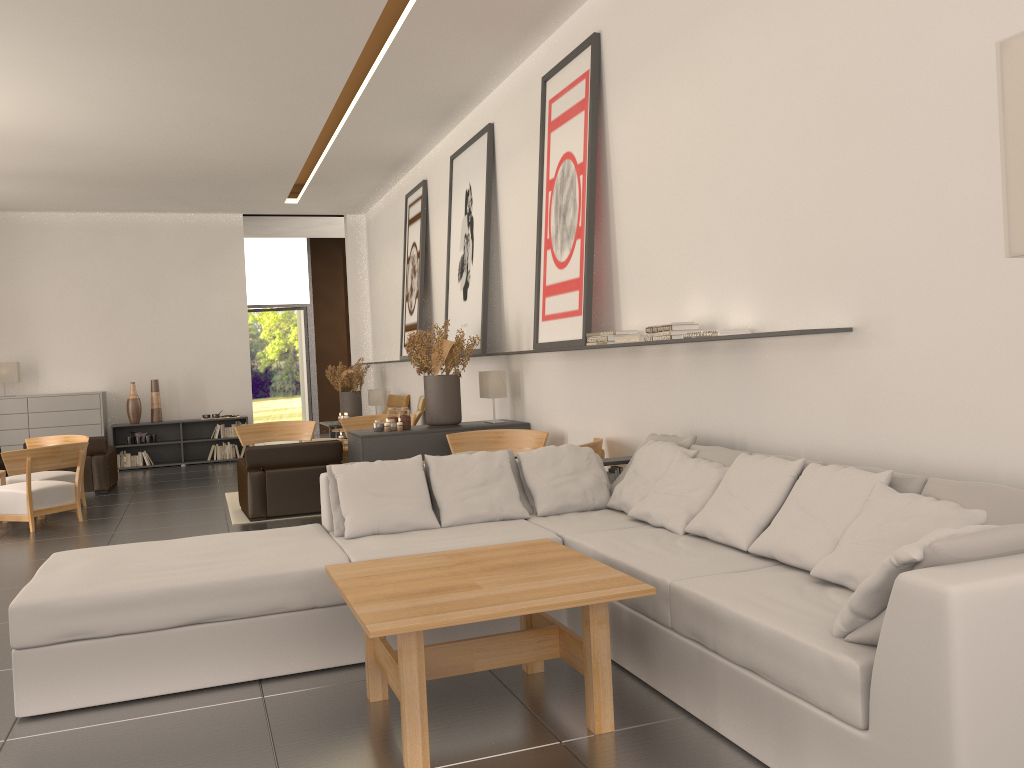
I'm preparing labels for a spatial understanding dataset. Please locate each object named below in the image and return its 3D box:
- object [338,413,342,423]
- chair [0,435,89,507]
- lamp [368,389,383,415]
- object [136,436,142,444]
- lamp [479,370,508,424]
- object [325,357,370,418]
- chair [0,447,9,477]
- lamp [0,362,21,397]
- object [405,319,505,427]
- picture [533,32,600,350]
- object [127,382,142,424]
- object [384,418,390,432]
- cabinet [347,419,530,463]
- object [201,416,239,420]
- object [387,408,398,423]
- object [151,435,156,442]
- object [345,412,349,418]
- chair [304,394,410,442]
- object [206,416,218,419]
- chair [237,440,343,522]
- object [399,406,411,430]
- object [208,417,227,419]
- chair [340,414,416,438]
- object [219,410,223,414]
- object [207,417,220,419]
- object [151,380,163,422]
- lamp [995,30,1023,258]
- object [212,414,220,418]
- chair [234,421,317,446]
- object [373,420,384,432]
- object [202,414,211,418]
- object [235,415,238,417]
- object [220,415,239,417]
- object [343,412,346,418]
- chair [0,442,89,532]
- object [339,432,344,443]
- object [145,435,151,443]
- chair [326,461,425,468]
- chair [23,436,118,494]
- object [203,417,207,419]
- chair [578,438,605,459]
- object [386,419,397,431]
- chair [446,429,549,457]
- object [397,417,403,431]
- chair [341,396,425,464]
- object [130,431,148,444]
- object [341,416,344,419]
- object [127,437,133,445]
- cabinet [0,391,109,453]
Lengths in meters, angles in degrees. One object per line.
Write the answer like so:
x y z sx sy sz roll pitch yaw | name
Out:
-4.087 0.810 21.117 0.108 0.254 0.108 -2 1 35 | object
-7.884 1.522 14.932 1.451 1.226 1.151 -2 1 20 | chair
-3.333 0.507 21.678 0.257 0.756 0.514 -3 1 -20 | lamp
-8.851 1.332 21.027 0.135 0.179 0.136 -3 1 -18 | object
-0.272 0.187 12.992 0.257 0.757 0.514 -3 1 -20 | lamp
-4.020 0.140 21.686 0.927 1.553 1.587 -3 1 9 | object
-10.209 1.661 16.548 1.538 1.076 1.499 -3 1 -20 | chair
-11.772 -0.099 20.552 0.619 0.796 0.309 -3 1 -20 | lamp
-0.820 -0.181 12.894 1.422 1.553 1.437 -3 1 -7 | object
0.628 -2.178 10.606 0.385 3.493 1.600 -3 1 -20 | picture
-8.975 0.452 21.044 0.326 0.992 0.327 -3 1 4 | object
-1.724 0.564 12.243 0.076 0.187 0.076 -3 1 -3 | object
-1.041 1.231 12.723 2.401 1.239 1.120 -3 1 -20 | cabinet
-7.177 0.829 21.842 0.894 0.003 0.671 -3 2 -17 | object
-1.694 0.485 12.572 0.157 0.325 0.157 -3 1 -28 | object
-8.631 1.313 21.353 0.135 0.179 0.136 -3 1 -13 | object
-3.922 0.803 21.072 0.104 0.254 0.104 -2 1 31 | object
-3.527 1.045 19.603 2.422 1.486 1.299 -4 1 -30 | chair
-7.340 0.809 21.721 0.292 0.058 0.086 -4 2 -33 | object
-3.351 1.401 13.502 1.538 1.076 1.499 -3 1 -20 | chair
-1.507 0.477 12.520 0.157 0.325 0.158 -3 1 17 | object
-7.176 0.826 21.643 0.515 0.015 0.014 -3 1 -21 | object
-2.373 1.198 16.333 1.452 1.226 1.151 -3 1 -20 | chair
-7.307 0.735 22.033 0.086 0.152 0.262 -2 1 38 | object
-7.254 0.829 21.656 0.515 0.015 0.014 -4 1 -27 | object
-8.604 0.407 21.410 0.262 1.025 0.262 -3 1 -16 | object
2.189 0.370 2.758 0.908 3.178 1.000 -3 1 -20 | lamp
-7.339 0.790 21.988 0.188 0.082 0.188 -3 1 -5 | object
-4.123 1.303 15.710 1.452 1.226 1.151 -3 1 -20 | chair
-1.870 0.582 12.422 0.157 0.158 0.158 -2 1 44 | object
-7.552 0.802 21.916 0.188 0.082 0.188 -2 2 31 | object
-6.777 0.788 21.779 0.112 0.040 0.034 -4 1 -30 | object
-6.980 0.797 21.947 0.405 0.034 0.293 -2 2 28 | object
-3.980 0.803 21.183 0.104 0.254 0.104 -2 1 31 | object
-7.184 1.529 13.375 1.150 1.226 1.453 -2 1 25 | chair
-2.904 0.907 15.067 0.076 0.187 0.076 -3 1 19 | object
-8.665 1.321 21.123 0.135 0.179 0.136 -2 1 41 | object
-1.066 1.341 9.017 1.452 1.226 1.151 -3 1 5 | chair
-8.528 1.561 17.147 1.538 1.076 1.499 -3 1 -20 | chair
-7.515 0.827 21.705 0.112 0.040 0.034 -2 1 25 | object
0.423 1.246 9.776 1.150 1.226 1.453 -2 1 25 | chair
-1.683 0.574 12.370 0.157 0.158 0.158 -2 1 44 | object
-0.277 1.239 11.333 1.451 1.226 1.151 -2 1 20 | chair
-1.547 0.555 12.225 0.080 0.187 0.080 -3 1 -10 | object
-2.904 1.061 17.854 2.421 1.486 1.300 -3 1 -10 | chair
-8.918 1.265 21.226 0.413 0.309 0.142 -3 1 -5 | object
-3.961 0.838 21.045 0.207 0.187 0.111 -4 1 -33 | object
-9.064 1.343 21.030 0.135 0.179 0.136 -3 1 -18 | object
-11.108 1.204 20.582 3.081 1.876 1.040 -3 1 -20 | cabinet
